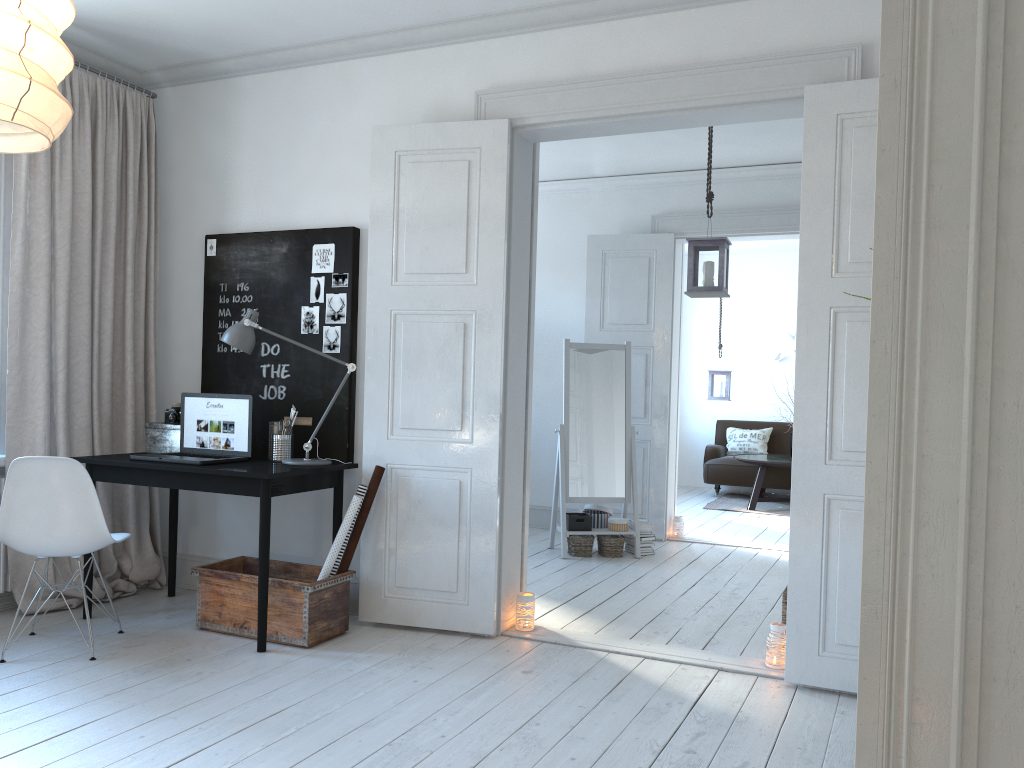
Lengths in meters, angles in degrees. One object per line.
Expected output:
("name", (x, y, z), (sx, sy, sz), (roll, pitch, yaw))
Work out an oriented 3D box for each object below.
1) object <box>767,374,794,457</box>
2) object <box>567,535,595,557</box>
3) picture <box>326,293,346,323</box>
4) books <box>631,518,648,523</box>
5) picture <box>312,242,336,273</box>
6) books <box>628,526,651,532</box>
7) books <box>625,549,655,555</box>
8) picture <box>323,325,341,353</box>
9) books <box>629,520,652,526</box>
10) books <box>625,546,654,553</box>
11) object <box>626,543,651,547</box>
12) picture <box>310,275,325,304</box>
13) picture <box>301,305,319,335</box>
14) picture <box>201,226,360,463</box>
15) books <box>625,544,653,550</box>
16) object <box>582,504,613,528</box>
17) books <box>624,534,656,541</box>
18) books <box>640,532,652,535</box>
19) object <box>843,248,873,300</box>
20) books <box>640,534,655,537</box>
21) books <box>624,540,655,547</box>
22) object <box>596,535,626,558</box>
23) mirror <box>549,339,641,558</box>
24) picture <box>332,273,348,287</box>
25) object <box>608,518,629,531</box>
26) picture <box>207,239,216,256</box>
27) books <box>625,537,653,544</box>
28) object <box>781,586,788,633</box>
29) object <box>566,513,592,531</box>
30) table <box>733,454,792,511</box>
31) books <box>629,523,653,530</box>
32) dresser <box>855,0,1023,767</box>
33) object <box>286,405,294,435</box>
("object", (3.004, 0.233, 8.895), (0.845, 1.066, 0.525), (2, 1, -5))
("object", (0.472, 1.115, 6.162), (0.185, 0.140, 0.295), (2, 0, -4))
("picture", (-0.869, -0.376, 4.378), (0.121, 0.153, 0.002), (2, 1, 24))
("books", (0.900, 0.965, 6.271), (0.111, 0.014, 0.156), (2, 0, 4))
("picture", (-0.937, -0.630, 4.409), (0.147, 0.154, 0.004), (2, 1, 24))
("books", (0.900, 1.024, 6.261), (0.128, 0.016, 0.180), (2, 0, -5))
("books", (0.901, 1.183, 6.265), (0.128, 0.016, 0.178), (2, 0, -28))
("picture", (-0.893, -0.223, 4.389), (0.103, 0.136, 0.001), (2, 1, 24))
("books", (0.902, 0.981, 6.257), (0.132, 0.017, 0.187), (2, 0, -3))
("books", (0.897, 1.166, 6.265), (0.128, 0.016, 0.176), (2, 0, -25))
("object", (0.895, 1.134, 6.276), (0.111, 0.014, 0.156), (2, 0, -23))
("picture", (-0.972, -0.470, 4.425), (0.083, 0.146, 0.002), (2, 1, 24))
("picture", (-1.012, -0.320, 4.442), (0.107, 0.150, 0.001), (2, 1, 24))
("picture", (-1.214, -0.199, 4.568), (0.952, 1.172, 0.064), (2, 1, 24))
("books", (0.897, 1.150, 6.262), (0.128, 0.016, 0.180), (2, 0, -21))
("object", (0.606, 0.930, 6.306), (0.207, 0.159, 0.241), (2, 0, 32))
("books", (0.901, 1.078, 6.255), (0.128, 0.022, 0.193), (2, 0, -33))
("books", (0.901, 1.040, 6.263), (0.128, 0.016, 0.176), (2, 0, -9))
("object", (1.234, 0.411, 2.080), (0.289, 1.554, 1.043), (1, 1, -36))
("books", (0.905, 1.058, 6.263), (0.128, 0.016, 0.178), (2, 0, -23))
("books", (0.898, 1.121, 6.261), (0.132, 0.017, 0.186), (2, 0, -29))
("object", (0.685, 1.121, 6.183), (0.185, 0.140, 0.295), (2, 0, -4))
("mirror", (0.593, 0.435, 6.199), (0.610, 1.489, 0.417), (2, 1, -11))
("picture", (-0.847, -0.514, 4.369), (0.095, 0.071, 0.001), (2, 1, 24))
("object", (0.735, 0.974, 6.142), (0.142, 0.074, 0.142), (2, 0, 8))
("picture", (-1.596, -0.725, 4.708), (0.061, 0.088, 0.004), (2, 1, 21))
("books", (0.892, 1.101, 6.268), (0.128, 0.022, 0.167), (2, 0, -32))
("object", (1.363, 1.067, 3.983), (0.270, 0.265, 0.224), (2, 0, 24))
("object", (0.451, 0.952, 6.123), (0.165, 0.103, 0.155), (2, 0, -11))
("table", (2.909, 1.011, 9.009), (1.299, 0.503, 1.300), (2, 0, 14))
("books", (0.906, 1.002, 6.251), (0.128, 0.026, 0.200), (2, 0, -4))
("dresser", (0.802, 0.076, 1.118), (0.630, 2.163, 1.432), (2, 1, 24))
("object", (-1.078, 0.233, 4.264), (0.008, 0.267, 0.060), (2, 1, 41))
